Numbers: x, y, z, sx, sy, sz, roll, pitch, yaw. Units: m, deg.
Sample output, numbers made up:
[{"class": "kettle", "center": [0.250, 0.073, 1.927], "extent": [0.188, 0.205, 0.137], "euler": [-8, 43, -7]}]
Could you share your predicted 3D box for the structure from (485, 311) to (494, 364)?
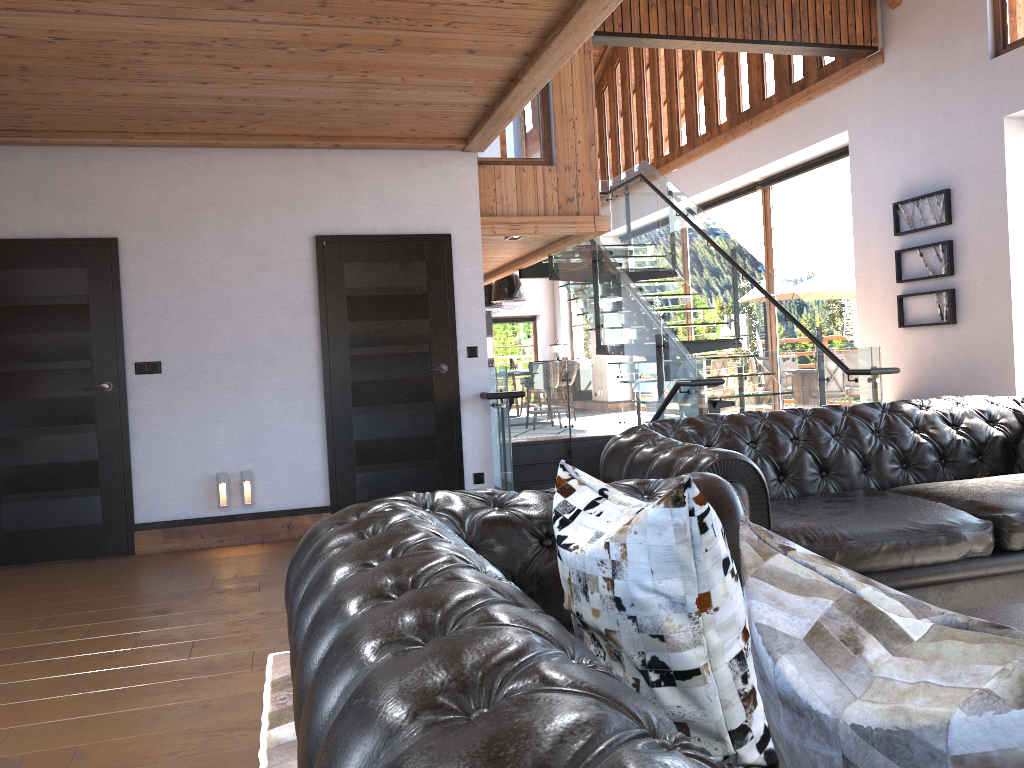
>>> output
[{"class": "structure", "center": [-1.173, -0.808, 20.198], "extent": [1.454, 1.649, 0.430], "euler": [-3, 1, -16]}]

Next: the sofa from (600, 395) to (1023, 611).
[{"class": "sofa", "center": [1.668, 0.520, 3.855], "extent": [2.583, 0.838, 1.231], "euler": [-3, 1, -16]}]

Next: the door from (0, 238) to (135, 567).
[{"class": "door", "center": [-2.948, 0.110, 5.616], "extent": [0.947, 2.055, 0.143], "euler": [-3, 1, -16]}]

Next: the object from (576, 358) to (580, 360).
[{"class": "object", "center": [1.361, -0.436, 19.135], "extent": [0.494, 0.262, 0.182], "euler": [-2, 2, 43]}]

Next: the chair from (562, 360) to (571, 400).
[{"class": "chair", "center": [0.885, 0.133, 15.489], "extent": [0.570, 1.092, 0.503], "euler": [-3, 1, -6]}]

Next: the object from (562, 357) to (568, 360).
[{"class": "object", "center": [1.185, -0.455, 19.659], "extent": [0.151, 0.287, 0.497], "euler": [-3, 1, -15]}]

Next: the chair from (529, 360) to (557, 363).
[{"class": "chair", "center": [0.503, 0.181, 14.040], "extent": [0.507, 1.092, 0.564], "euler": [-3, 1, -16]}]

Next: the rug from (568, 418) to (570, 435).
[{"class": "rug", "center": [0.027, 0.712, 15.631], "extent": [2.568, 0.047, 5.597], "euler": [-3, 2, -15]}]

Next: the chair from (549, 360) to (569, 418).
[{"class": "chair", "center": [0.741, 0.110, 16.295], "extent": [0.574, 1.092, 0.498], "euler": [-4, 1, -31]}]

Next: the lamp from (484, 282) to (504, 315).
[{"class": "lamp", "center": [-0.575, -3.667, 16.985], "extent": [0.615, 4.684, 0.628], "euler": [-3, 1, 30]}]

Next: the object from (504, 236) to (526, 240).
[{"class": "object", "center": [0.029, -1.467, 8.722], "extent": [0.156, 0.068, 0.259], "euler": [-3, 2, -15]}]

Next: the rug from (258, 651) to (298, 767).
[{"class": "rug", "center": [0.681, 1.015, 1.918], "extent": [2.447, 0.053, 4.020], "euler": [-3, 2, -14]}]

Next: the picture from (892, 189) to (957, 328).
[{"class": "picture", "center": [4.162, -1.242, 8.968], "extent": [0.059, 1.312, 0.769], "euler": [-3, 1, -15]}]

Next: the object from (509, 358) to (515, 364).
[{"class": "object", "center": [0.041, -0.349, 16.019], "extent": [0.114, 0.253, 0.223], "euler": [-2, 1, 38]}]

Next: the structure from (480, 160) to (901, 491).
[{"class": "structure", "center": [3.126, 0.279, 11.335], "extent": [9.270, 6.397, 10.958], "euler": [-3, 1, -15]}]

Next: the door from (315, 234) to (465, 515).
[{"class": "door", "center": [-0.839, -0.016, 6.215], "extent": [0.947, 2.055, 0.143], "euler": [-3, 1, -16]}]

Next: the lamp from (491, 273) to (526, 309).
[{"class": "lamp", "center": [-0.173, -3.648, 15.454], "extent": [0.615, 4.684, 0.628], "euler": [-3, 1, 30]}]

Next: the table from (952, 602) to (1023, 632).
[{"class": "table", "center": [1.334, 0.818, 2.188], "extent": [0.402, 0.350, 0.647], "euler": [-3, 1, -10]}]

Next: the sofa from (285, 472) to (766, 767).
[{"class": "sofa", "center": [0.343, 0.657, 1.271], "extent": [1.248, 0.838, 2.549], "euler": [-3, 1, -15]}]

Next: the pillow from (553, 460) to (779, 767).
[{"class": "pillow", "center": [0.229, 0.347, 1.442], "extent": [0.285, 0.469, 0.526], "euler": [-3, 1, -12]}]

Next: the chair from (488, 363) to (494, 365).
[{"class": "chair", "center": [-0.564, 0.136, 17.897], "extent": [0.507, 1.092, 0.564], "euler": [-3, 1, -16]}]

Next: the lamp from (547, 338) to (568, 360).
[{"class": "lamp", "center": [1.051, -0.679, 20.162], "extent": [0.471, 0.725, 0.469], "euler": [-3, 1, -6]}]

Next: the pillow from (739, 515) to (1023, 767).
[{"class": "pillow", "center": [0.400, 0.355, 0.789], "extent": [0.285, 0.469, 0.526], "euler": [-3, 1, -12]}]

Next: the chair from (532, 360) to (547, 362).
[{"class": "chair", "center": [0.450, 0.101, 17.207], "extent": [0.572, 1.092, 0.501], "euler": [-3, 1, -16]}]
